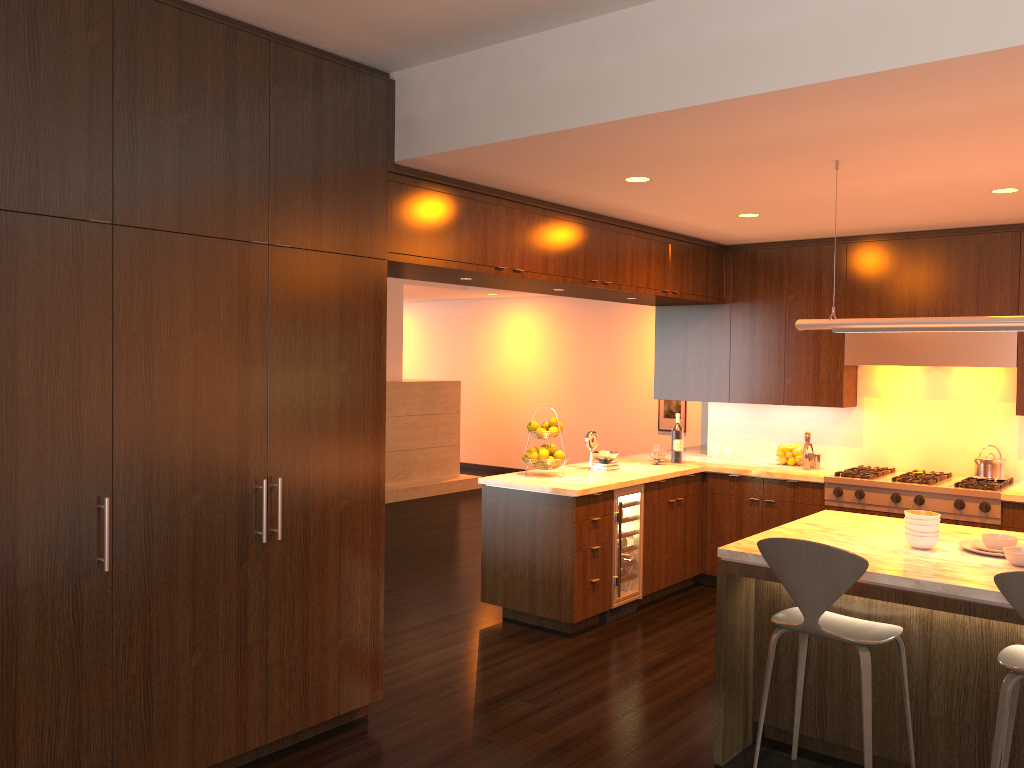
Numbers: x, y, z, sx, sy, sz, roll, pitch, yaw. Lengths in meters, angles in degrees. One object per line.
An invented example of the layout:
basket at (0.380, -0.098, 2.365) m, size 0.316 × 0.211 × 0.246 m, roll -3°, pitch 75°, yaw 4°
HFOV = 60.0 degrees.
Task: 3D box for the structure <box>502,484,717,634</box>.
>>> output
structure at (2.226, 1.121, 5.922) m, size 3.400 × 0.862 × 3.060 m, roll 2°, pitch 2°, yaw 39°

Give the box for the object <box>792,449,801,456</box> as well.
object at (2.131, 0.512, 6.640) m, size 0.061 × 0.052 × 0.053 m, roll 1°, pitch 2°, yaw -5°

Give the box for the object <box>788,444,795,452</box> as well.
object at (2.111, 0.483, 6.704) m, size 0.051 × 0.053 × 0.063 m, roll 0°, pitch 2°, yaw -17°

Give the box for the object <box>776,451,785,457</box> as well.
object at (2.028, 0.529, 6.694) m, size 0.063 × 0.051 × 0.053 m, roll 2°, pitch 2°, yaw 41°

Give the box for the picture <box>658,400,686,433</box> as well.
picture at (2.069, 0.014, 11.426) m, size 0.398 × 1.200 × 0.012 m, roll 2°, pitch 2°, yaw 39°

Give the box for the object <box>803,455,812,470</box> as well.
object at (2.143, 0.568, 6.441) m, size 0.060 × 0.106 × 0.060 m, roll 0°, pitch 2°, yaw -19°

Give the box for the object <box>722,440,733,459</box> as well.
object at (1.718, 0.521, 7.070) m, size 0.079 × 0.154 × 0.079 m, roll 1°, pitch 2°, yaw 22°

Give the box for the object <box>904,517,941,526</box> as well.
object at (1.729, 0.594, 3.740) m, size 0.140 × 0.064 × 0.139 m, roll 1°, pitch 2°, yaw 13°

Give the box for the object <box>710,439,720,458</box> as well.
object at (1.636, 0.518, 7.139) m, size 0.079 × 0.154 × 0.079 m, roll 1°, pitch 2°, yaw 22°

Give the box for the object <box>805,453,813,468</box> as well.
object at (2.196, 0.566, 6.548) m, size 0.060 × 0.106 × 0.060 m, roll 0°, pitch 2°, yaw -19°

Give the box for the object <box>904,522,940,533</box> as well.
object at (1.729, 0.616, 3.740) m, size 0.140 × 0.062 × 0.139 m, roll 2°, pitch 2°, yaw 39°

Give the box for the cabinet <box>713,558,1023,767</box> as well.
cabinet at (2.305, 1.187, 3.350) m, size 2.713 × 0.876 × 1.281 m, roll 2°, pitch 2°, yaw 39°

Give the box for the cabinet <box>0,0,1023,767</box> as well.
cabinet at (2.211, 0.097, 4.325) m, size 5.521 × 2.997 × 7.728 m, roll 2°, pitch 2°, yaw 39°

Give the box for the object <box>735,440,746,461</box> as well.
object at (1.803, 0.524, 6.999) m, size 0.079 × 0.154 × 0.079 m, roll 1°, pitch 2°, yaw 22°

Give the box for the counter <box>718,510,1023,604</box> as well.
counter at (2.312, 0.730, 3.338) m, size 2.711 × 0.038 × 1.280 m, roll 2°, pitch 2°, yaw 39°

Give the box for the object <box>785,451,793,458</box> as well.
object at (2.082, 0.532, 6.663) m, size 0.052 × 0.053 × 0.062 m, roll 2°, pitch 2°, yaw 44°

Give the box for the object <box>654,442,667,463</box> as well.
object at (1.122, 0.523, 6.768) m, size 0.112 × 0.151 × 0.112 m, roll 0°, pitch 2°, yaw -33°

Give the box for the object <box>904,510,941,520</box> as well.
object at (1.730, 0.573, 3.740) m, size 0.139 × 0.062 × 0.140 m, roll -1°, pitch 2°, yaw -43°

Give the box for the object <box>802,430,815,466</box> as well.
object at (2.139, 0.477, 6.452) m, size 0.101 × 0.288 × 0.088 m, roll 0°, pitch 2°, yaw -21°

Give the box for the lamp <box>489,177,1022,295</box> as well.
lamp at (-1.754, -1.294, 9.978) m, size 16.431 × 0.171 × 5.868 m, roll 2°, pitch 2°, yaw 39°

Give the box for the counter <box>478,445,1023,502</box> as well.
counter at (2.187, 0.657, 5.864) m, size 3.616 × 0.038 × 3.187 m, roll 2°, pitch 2°, yaw 39°

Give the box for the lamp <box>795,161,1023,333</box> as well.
lamp at (2.288, -0.583, 3.290) m, size 2.465 × 0.765 × 0.120 m, roll 2°, pitch 2°, yaw 39°

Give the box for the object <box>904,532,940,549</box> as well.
object at (1.728, 0.662, 3.742) m, size 0.140 × 0.059 × 0.139 m, roll 2°, pitch 2°, yaw 30°

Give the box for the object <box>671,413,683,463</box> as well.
object at (1.258, 0.412, 6.746) m, size 0.095 × 0.378 × 0.094 m, roll 0°, pitch 2°, yaw -26°

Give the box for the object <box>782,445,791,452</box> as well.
object at (2.063, 0.487, 6.668) m, size 0.063 × 0.051 × 0.053 m, roll 2°, pitch 2°, yaw 29°

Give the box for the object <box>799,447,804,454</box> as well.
object at (2.176, 0.500, 6.678) m, size 0.051 × 0.053 × 0.063 m, roll 1°, pitch 2°, yaw -5°

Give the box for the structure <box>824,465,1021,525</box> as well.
structure at (2.776, 0.629, 5.988) m, size 1.067 × 0.422 × 0.824 m, roll 2°, pitch 2°, yaw 39°

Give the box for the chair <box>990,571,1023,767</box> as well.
chair at (1.864, 1.108, 2.948) m, size 0.520 × 1.047 × 0.506 m, roll 2°, pitch 2°, yaw 39°

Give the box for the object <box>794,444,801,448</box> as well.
object at (2.175, 0.485, 6.745) m, size 0.050 × 0.060 × 0.059 m, roll 0°, pitch 2°, yaw -19°

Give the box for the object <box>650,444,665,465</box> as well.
object at (1.083, 0.526, 6.620) m, size 0.112 × 0.151 × 0.112 m, roll 0°, pitch 2°, yaw -33°

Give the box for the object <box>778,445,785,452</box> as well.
object at (2.044, 0.489, 6.717) m, size 0.052 × 0.060 × 0.057 m, roll 0°, pitch 2°, yaw -30°

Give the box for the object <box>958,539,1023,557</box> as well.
object at (2.025, 0.687, 3.684) m, size 0.310 × 0.021 × 0.309 m, roll 2°, pitch 2°, yaw 39°

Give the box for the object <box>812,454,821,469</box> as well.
object at (2.223, 0.568, 6.478) m, size 0.060 × 0.106 × 0.060 m, roll 0°, pitch 2°, yaw -19°

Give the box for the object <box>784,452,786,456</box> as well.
object at (2.080, 0.527, 6.719) m, size 0.064 × 0.053 × 0.051 m, roll 0°, pitch 2°, yaw -15°

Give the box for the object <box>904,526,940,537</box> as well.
object at (1.729, 0.638, 3.741) m, size 0.140 × 0.068 × 0.139 m, roll 1°, pitch 2°, yaw 22°

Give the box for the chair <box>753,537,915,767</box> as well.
chair at (1.221, 1.086, 3.411) m, size 0.520 × 1.047 × 0.506 m, roll 2°, pitch 2°, yaw 44°
